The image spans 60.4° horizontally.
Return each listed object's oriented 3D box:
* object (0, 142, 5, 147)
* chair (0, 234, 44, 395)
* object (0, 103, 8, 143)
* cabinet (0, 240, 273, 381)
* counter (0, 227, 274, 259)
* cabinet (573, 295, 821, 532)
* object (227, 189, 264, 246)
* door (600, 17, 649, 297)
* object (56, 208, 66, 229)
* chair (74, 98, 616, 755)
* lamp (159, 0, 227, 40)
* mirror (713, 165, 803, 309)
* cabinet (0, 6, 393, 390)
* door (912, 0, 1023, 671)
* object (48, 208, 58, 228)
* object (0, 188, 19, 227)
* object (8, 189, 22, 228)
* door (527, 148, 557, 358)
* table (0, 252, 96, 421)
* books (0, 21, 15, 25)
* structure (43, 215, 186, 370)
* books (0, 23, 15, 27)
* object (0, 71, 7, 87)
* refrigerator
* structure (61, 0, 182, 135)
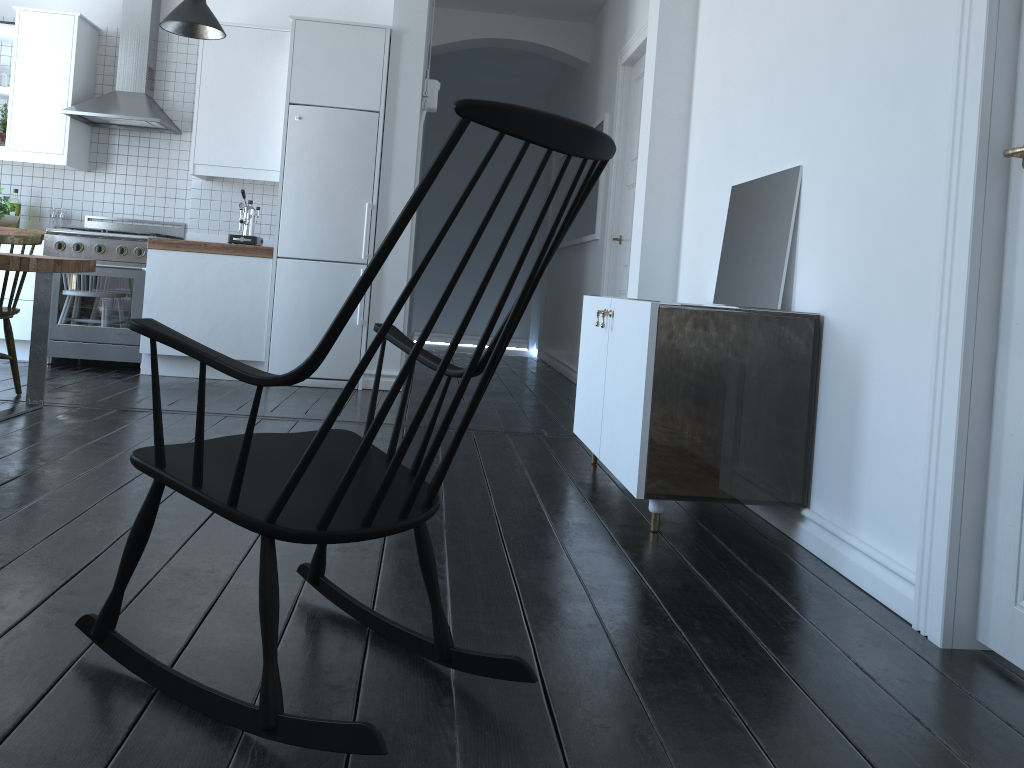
[{"bbox_3d":[-3.543,-1.647,6.085,0.245,0.042,0.279,3,6,-13],"label":"object"},{"bbox_3d":[-2.641,-0.347,4.304,0.467,0.827,0.487,4,1,-7],"label":"chair"},{"bbox_3d":[-3.532,-1.823,6.220,0.166,0.366,0.170,5,1,31],"label":"object"},{"bbox_3d":[-3.140,-0.568,5.988,3.183,0.815,0.731,5,3,3],"label":"cabinet"},{"bbox_3d":[-3.109,-0.994,5.933,3.096,0.073,0.852,4,6,-5],"label":"counter"},{"bbox_3d":[0.598,0.054,3.348,0.589,0.733,1.208,4,4,-6],"label":"cabinet"},{"bbox_3d":[-1.800,-1.118,5.965,0.205,0.369,0.355,4,3,-6],"label":"object"},{"bbox_3d":[0.774,-1.076,5.792,0.116,2.475,1.043,4,1,-6],"label":"door"},{"bbox_3d":[-3.213,-1.165,6.274,0.059,0.173,0.059,4,0,8],"label":"object"},{"bbox_3d":[-0.286,0.047,1.597,0.911,1.005,0.610,7,2,39],"label":"chair"},{"bbox_3d":[-1.894,-2.604,5.334,0.385,0.939,0.386,4,1,3],"label":"lamp"},{"bbox_3d":[0.927,-0.547,3.379,0.054,0.501,0.700,4,4,-6],"label":"mirror"},{"bbox_3d":[-2.762,-1.320,5.995,3.788,2.373,0.780,4,0,-1],"label":"cabinet"},{"bbox_3d":[1.170,-0.574,1.559,0.116,2.474,1.172,4,1,-6],"label":"door"},{"bbox_3d":[-3.276,-1.171,6.289,0.059,0.173,0.059,4,0,8],"label":"object"},{"bbox_3d":[-3.516,-1.203,5.991,0.271,0.269,0.340,4,4,-15],"label":"object"},{"bbox_3d":[-3.514,-1.237,6.220,0.066,0.282,0.066,4,0,-11],"label":"object"},{"bbox_3d":[0.384,-1.570,9.965,0.116,2.475,1.073,4,1,-6],"label":"door"},{"bbox_3d":[-3.193,-0.287,3.860,2.224,0.716,1.024,4,4,-5],"label":"table"},{"bbox_3d":[-3.563,-2.495,6.153,0.341,0.016,0.276,4,6,-4],"label":"books"},{"bbox_3d":[-2.733,-0.644,6.031,0.700,1.019,0.725,4,2,-6],"label":"structure"},{"bbox_3d":[-3.564,-2.467,6.144,0.349,0.038,0.263,4,6,-6],"label":"books"},{"bbox_3d":[-3.513,-2.083,6.047,0.086,0.119,0.086,3,2,-37],"label":"object"},{"bbox_3d":[-1.243,-0.915,5.978,0.576,1.801,0.682,4,0,-6],"label":"refrigerator"},{"bbox_3d":[-2.648,-2.457,6.135,0.633,1.304,0.530,4,1,-6],"label":"structure"}]
